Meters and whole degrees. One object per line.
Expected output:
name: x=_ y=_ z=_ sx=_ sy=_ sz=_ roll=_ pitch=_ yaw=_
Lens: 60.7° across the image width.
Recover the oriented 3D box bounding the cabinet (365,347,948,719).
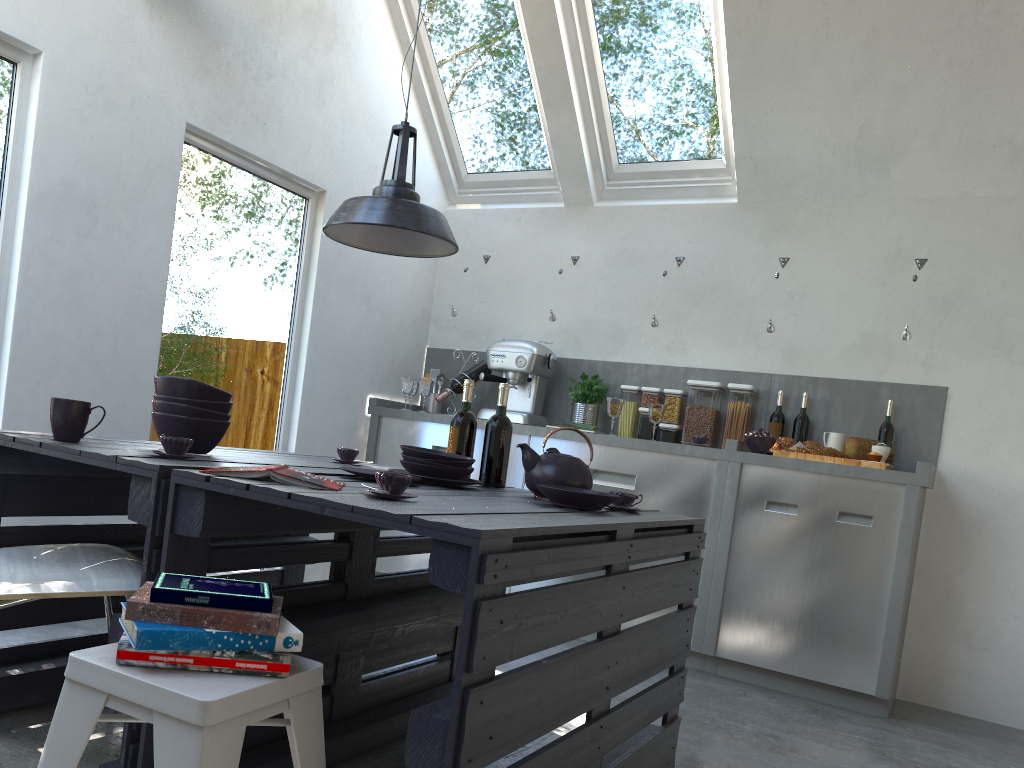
cabinet: x=0.520 y=0.591 z=4.605 sx=2.994 sy=1.481 sz=0.540 roll=6 pitch=0 yaw=31

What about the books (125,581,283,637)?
books: x=-0.539 y=0.398 z=1.556 sx=0.251 sy=0.032 sz=0.177 roll=8 pitch=-4 yaw=-8

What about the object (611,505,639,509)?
object: x=0.333 y=0.362 z=2.553 sx=0.029 sy=0.013 sz=0.125 roll=5 pitch=-4 yaw=41

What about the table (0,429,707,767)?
table: x=-0.479 y=0.661 z=2.559 sx=1.682 sy=0.798 sz=1.434 roll=6 pitch=-3 yaw=30

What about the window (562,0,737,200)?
window: x=0.666 y=-1.775 z=4.283 sx=0.872 sy=1.392 sz=1.407 roll=8 pitch=-1 yaw=29

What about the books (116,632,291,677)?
books: x=-0.543 y=0.465 z=1.556 sx=0.278 sy=0.035 sz=0.202 roll=9 pitch=-4 yaw=-13

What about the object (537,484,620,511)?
object: x=0.180 y=0.318 z=2.432 sx=0.222 sy=0.047 sz=0.237 roll=9 pitch=-4 yaw=-20

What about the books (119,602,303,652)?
books: x=-0.538 y=0.431 z=1.555 sx=0.272 sy=0.033 sz=0.207 roll=10 pitch=-4 yaw=-29

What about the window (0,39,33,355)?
window: x=-2.137 y=-0.212 z=2.854 sx=0.062 sy=2.134 sz=0.937 roll=9 pitch=1 yaw=28

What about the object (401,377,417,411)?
object: x=-0.612 y=0.058 z=5.088 sx=0.102 sy=0.192 sz=0.094 roll=8 pitch=1 yaw=24

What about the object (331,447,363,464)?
object: x=-0.594 y=0.259 z=3.157 sx=0.120 sy=0.056 sz=0.112 roll=7 pitch=-3 yaw=17

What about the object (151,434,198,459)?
object: x=-0.852 y=0.160 z=2.218 sx=0.120 sy=0.056 sz=0.112 roll=7 pitch=-3 yaw=17

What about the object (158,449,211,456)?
object: x=-0.845 y=0.181 z=2.258 sx=0.127 sy=0.013 sz=0.029 roll=9 pitch=-3 yaw=-22

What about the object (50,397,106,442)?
object: x=-1.158 y=0.098 z=2.307 sx=0.135 sy=0.110 sz=0.097 roll=7 pitch=-1 yaw=22

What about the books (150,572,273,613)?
books: x=-0.531 y=0.370 z=1.555 sx=0.200 sy=0.025 sz=0.147 roll=9 pitch=-4 yaw=-13

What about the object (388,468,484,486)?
object: x=-0.234 y=0.291 z=2.673 sx=0.282 sy=0.024 sz=0.309 roll=10 pitch=-4 yaw=-29

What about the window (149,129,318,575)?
window: x=-1.403 y=-0.017 z=4.259 sx=0.062 sy=2.134 sz=0.937 roll=9 pitch=1 yaw=28

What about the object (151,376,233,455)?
object: x=-0.934 y=0.095 z=2.545 sx=0.203 sy=0.214 sz=0.203 roll=7 pitch=-1 yaw=31

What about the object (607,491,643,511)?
object: x=0.326 y=0.347 z=2.594 sx=0.121 sy=0.056 sz=0.111 roll=7 pitch=-3 yaw=22

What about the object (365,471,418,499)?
object: x=-0.261 y=0.221 z=1.912 sx=0.122 sy=0.056 sz=0.110 roll=6 pitch=-3 yaw=37

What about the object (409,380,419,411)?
object: x=-0.601 y=0.069 z=5.229 sx=0.099 sy=0.192 sz=0.098 roll=8 pitch=1 yaw=0

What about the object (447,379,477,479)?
object: x=-0.165 y=0.157 z=2.957 sx=0.088 sy=0.345 sz=0.094 roll=7 pitch=2 yaw=-22

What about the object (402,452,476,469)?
object: x=-0.228 y=0.243 z=2.673 sx=0.241 sy=0.063 sz=0.217 roll=5 pitch=-4 yaw=34

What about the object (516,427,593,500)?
object: x=0.148 y=0.245 z=2.693 sx=0.223 sy=0.233 sz=0.207 roll=7 pitch=-1 yaw=32

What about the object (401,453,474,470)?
object: x=-0.230 y=0.255 z=2.669 sx=0.240 sy=0.063 sz=0.217 roll=5 pitch=-4 yaw=34

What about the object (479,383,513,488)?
object: x=-0.046 y=0.170 z=2.894 sx=0.087 sy=0.345 sz=0.095 roll=7 pitch=2 yaw=-27

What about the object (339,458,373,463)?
object: x=-0.568 y=0.281 z=3.185 sx=0.134 sy=0.013 sz=0.027 roll=7 pitch=-3 yaw=9

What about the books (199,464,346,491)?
books: x=-0.539 y=0.203 z=2.008 sx=0.304 sy=0.030 sz=0.224 roll=8 pitch=-4 yaw=-2

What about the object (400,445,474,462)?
object: x=-0.233 y=0.230 z=2.673 sx=0.240 sy=0.058 sz=0.218 roll=6 pitch=-4 yaw=29

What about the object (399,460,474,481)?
object: x=-0.233 y=0.270 z=2.671 sx=0.222 sy=0.047 sz=0.237 roll=9 pitch=-4 yaw=-20

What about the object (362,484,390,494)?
object: x=-0.305 y=0.232 z=1.919 sx=0.026 sy=0.013 sz=0.139 roll=10 pitch=-4 yaw=-35

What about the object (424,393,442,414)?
object: x=-0.484 y=0.125 z=5.387 sx=0.103 sy=0.132 sz=0.110 roll=8 pitch=0 yaw=-19

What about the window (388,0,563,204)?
window: x=-0.218 y=-1.852 z=4.826 sx=0.872 sy=1.399 sz=1.414 roll=8 pitch=-1 yaw=29

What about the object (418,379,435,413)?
object: x=-0.510 y=0.073 z=5.103 sx=0.093 sy=0.192 sz=0.103 roll=7 pitch=1 yaw=-38

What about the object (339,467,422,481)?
object: x=-0.369 y=0.258 z=2.451 sx=0.247 sy=0.019 sz=0.222 roll=5 pitch=-5 yaw=34
